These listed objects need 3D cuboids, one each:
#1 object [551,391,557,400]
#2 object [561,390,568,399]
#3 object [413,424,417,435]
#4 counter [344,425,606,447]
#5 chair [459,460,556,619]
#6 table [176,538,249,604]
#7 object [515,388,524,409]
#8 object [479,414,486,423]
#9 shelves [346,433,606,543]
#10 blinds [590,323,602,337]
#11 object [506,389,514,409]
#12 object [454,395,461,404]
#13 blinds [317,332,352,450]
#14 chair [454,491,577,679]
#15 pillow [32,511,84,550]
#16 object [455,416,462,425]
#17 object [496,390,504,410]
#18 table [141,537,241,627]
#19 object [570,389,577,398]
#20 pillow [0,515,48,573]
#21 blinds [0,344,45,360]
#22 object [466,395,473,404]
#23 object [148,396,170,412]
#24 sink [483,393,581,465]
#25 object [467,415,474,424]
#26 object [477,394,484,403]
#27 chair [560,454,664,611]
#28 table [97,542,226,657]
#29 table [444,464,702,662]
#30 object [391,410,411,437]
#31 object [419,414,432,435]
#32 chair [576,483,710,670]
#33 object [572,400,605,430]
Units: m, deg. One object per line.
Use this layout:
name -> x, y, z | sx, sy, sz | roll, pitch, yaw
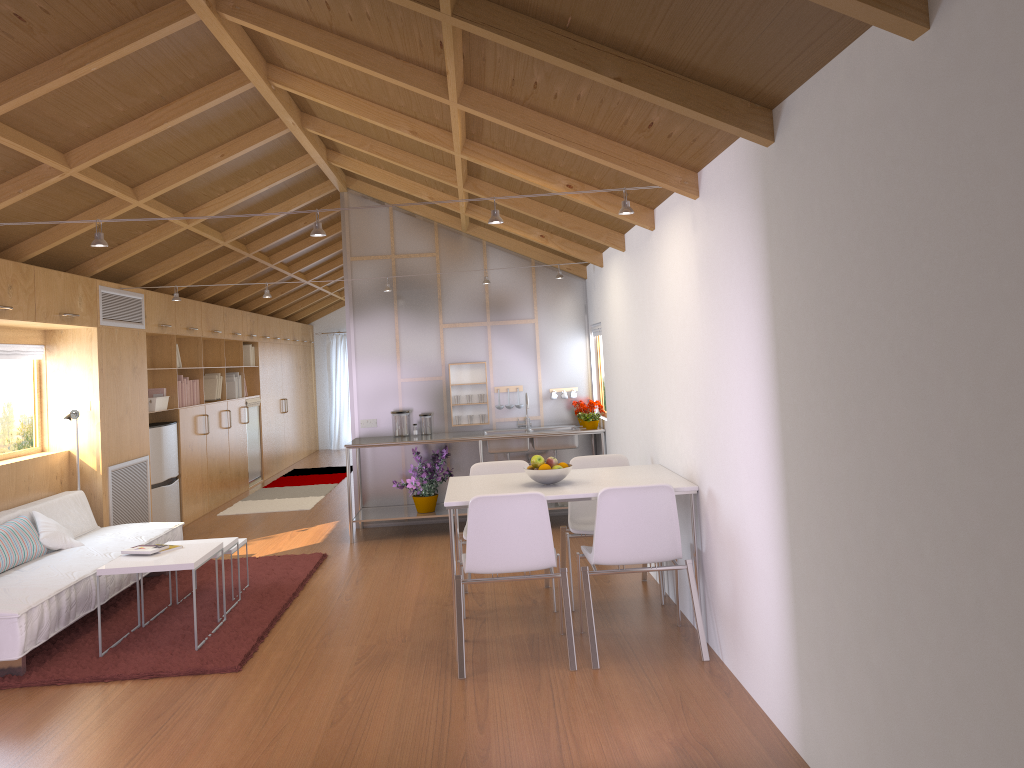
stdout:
object -> 0.369, 0.096, 7.781 | 0.059, 0.080, 0.062 | -3, -1, -2
object -> 0.463, 0.092, 7.780 | 0.059, 0.081, 0.062 | -3, -1, 5
object -> -0.826, 0.387, 7.547 | 0.037, 0.093, 0.037 | -4, -2, 13
counter -> -0.306, 0.430, 7.442 | 2.109, 0.021, 0.648 | -3, 2, -3
chair -> -0.045, 0.861, 5.103 | 0.531, 0.788, 0.545 | -3, -1, -2
table -> -1.885, 1.176, 5.577 | 0.342, 0.309, 0.368 | -3, 0, -2
object -> 0.062, 0.124, 7.745 | 0.074, 0.183, 0.074 | -4, -3, 29
object -> -0.259, 0.305, 7.724 | 0.061, 0.077, 0.061 | -3, -1, -28
shelves -> -0.284, 0.824, 7.423 | 2.092, 0.756, 0.631 | -3, -1, -3
blinds -> 0.728, -0.458, 7.458 | 0.047, 0.111, 0.723 | -3, 2, -2
object -> -0.024, 0.129, 7.741 | 0.074, 0.183, 0.074 | -4, -3, 29
object -> -0.476, 0.139, 7.723 | 0.061, 0.077, 0.061 | -3, -1, 10
blinds -> -1.947, 0.039, 15.440 | 2.848, 2.044, 0.232 | -3, -3, -3
chair -> -0.007, 0.885, 4.197 | 0.531, 0.788, 0.545 | -3, -1, -2
pillow -> -2.875, 0.922, 5.588 | 0.267, 0.252, 0.344 | -3, 0, -38
object -> -0.466, 0.317, 7.714 | 0.061, 0.077, 0.061 | -3, -1, 10
object -> -0.110, 0.134, 7.737 | 0.074, 0.183, 0.074 | -4, -3, 29
table -> -1.871, 1.149, 5.179 | 0.424, 0.384, 0.458 | -3, 0, -2
object -> 0.541, 0.086, 7.788 | 0.059, 0.080, 0.062 | -3, -1, -2
pillow -> -2.926, 0.945, 4.961 | 0.171, 0.252, 1.040 | -3, 1, -2
blinds -> -3.450, -0.216, 5.826 | 0.047, 0.111, 1.495 | -3, 2, -2
object -> -0.373, 0.133, 7.728 | 0.061, 0.077, 0.061 | -3, -1, -28
object -> -3.225, 0.181, 7.921 | 0.203, 0.123, 0.349 | -3, 1, -2
sink -> 0.159, 0.396, 7.490 | 0.810, 0.643, 0.562 | -3, -1, -2
object -> -0.363, 0.311, 7.719 | 0.061, 0.077, 0.061 | -3, -1, -28
object -> -0.269, 0.127, 7.732 | 0.061, 0.077, 0.061 | -3, -1, -28
chair -> 0.549, 0.827, 5.130 | 0.531, 0.788, 0.545 | -3, -1, -2
table -> -1.853, 1.133, 4.720 | 0.485, 0.439, 0.523 | -3, 0, -2
table -> 0.285, 0.879, 4.599 | 1.209, 0.745, 0.897 | -3, 0, -2
object -> -0.954, 0.341, 7.621 | 0.172, 0.216, 0.172 | -3, -1, 11
object -> -0.745, 0.349, 7.649 | 0.113, 0.177, 0.113 | -4, -2, 18
chair -> 0.586, 0.851, 4.224 | 0.531, 0.788, 0.545 | -3, -1, -2
object -> 0.640, 0.254, 7.474 | 0.233, 0.235, 0.687 | -3, 1, -2
